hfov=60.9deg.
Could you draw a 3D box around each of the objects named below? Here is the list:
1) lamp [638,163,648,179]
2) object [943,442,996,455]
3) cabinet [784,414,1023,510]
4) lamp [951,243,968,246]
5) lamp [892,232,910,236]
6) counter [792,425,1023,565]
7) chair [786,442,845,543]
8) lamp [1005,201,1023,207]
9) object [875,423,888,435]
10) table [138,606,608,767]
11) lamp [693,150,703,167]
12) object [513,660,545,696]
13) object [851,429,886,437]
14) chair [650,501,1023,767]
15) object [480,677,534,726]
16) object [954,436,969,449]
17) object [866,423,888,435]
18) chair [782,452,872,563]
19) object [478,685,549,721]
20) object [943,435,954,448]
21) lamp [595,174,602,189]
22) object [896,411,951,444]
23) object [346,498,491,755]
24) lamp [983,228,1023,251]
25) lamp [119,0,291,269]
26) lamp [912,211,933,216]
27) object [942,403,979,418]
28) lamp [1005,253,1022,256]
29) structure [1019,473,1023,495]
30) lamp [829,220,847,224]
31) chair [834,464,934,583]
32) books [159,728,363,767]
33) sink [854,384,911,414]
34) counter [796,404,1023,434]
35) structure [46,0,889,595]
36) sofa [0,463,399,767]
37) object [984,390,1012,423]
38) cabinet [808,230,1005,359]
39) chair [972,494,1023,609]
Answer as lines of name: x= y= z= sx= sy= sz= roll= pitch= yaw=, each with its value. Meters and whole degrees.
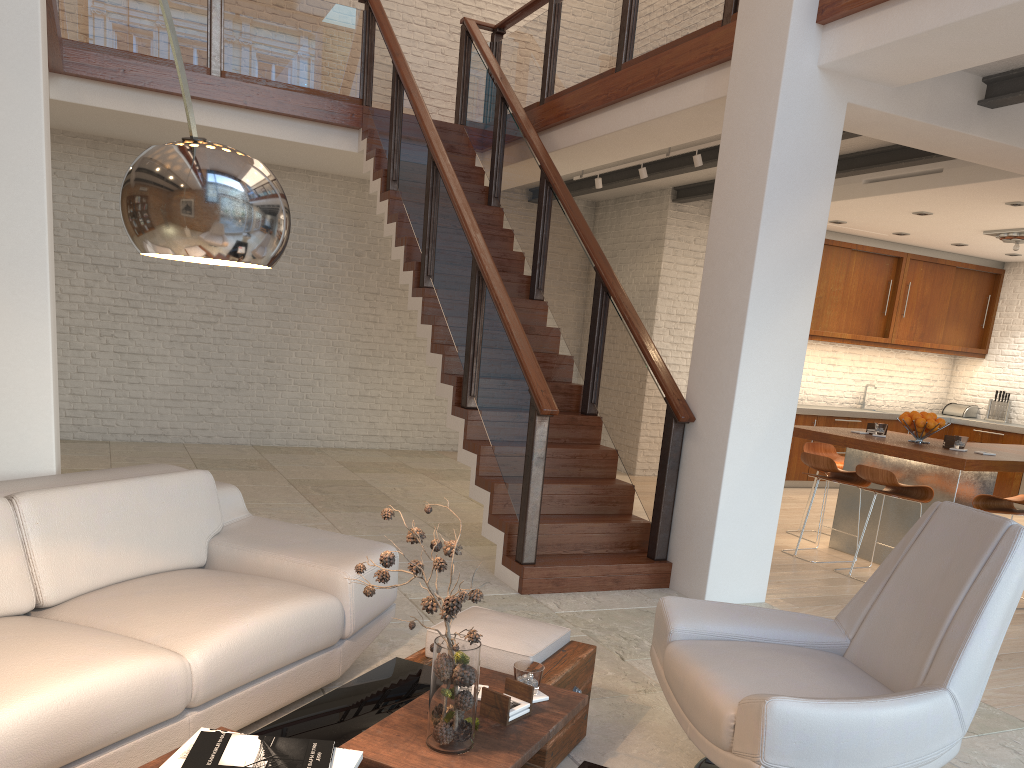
lamp: x=1.072 y=-1.731 z=7.119 sx=0.086 sy=0.133 sz=0.058 roll=1 pitch=12 yaw=-23
object: x=3.080 y=0.438 z=5.953 sx=0.198 sy=0.036 sz=0.384 roll=4 pitch=4 yaw=-21
cabinet: x=5.160 y=-0.053 z=9.512 sx=4.717 sy=2.920 sz=2.229 roll=8 pitch=10 yaw=28
lamp: x=4.908 y=-1.544 z=9.552 sx=0.124 sy=0.057 sz=0.120 roll=3 pitch=5 yaw=-25
lamp: x=4.100 y=-1.598 z=9.175 sx=0.124 sy=0.057 sz=0.120 roll=3 pitch=5 yaw=-25
counter: x=3.532 y=0.929 z=6.726 sx=2.500 sy=0.948 sz=1.637 roll=3 pitch=6 yaw=-25
chair: x=2.580 y=0.892 z=7.197 sx=0.405 sy=0.799 sz=0.408 roll=0 pitch=12 yaw=-25
lamp: x=4.104 y=-1.480 z=7.077 sx=0.124 sy=0.057 sz=0.120 roll=3 pitch=5 yaw=-25
object: x=2.757 y=0.338 z=6.528 sx=0.091 sy=0.087 sz=0.088 roll=1 pitch=9 yaw=-28
table: x=0.030 y=1.116 z=2.076 sx=1.947 sy=0.442 sz=2.172 roll=7 pitch=4 yaw=26
lamp: x=1.380 y=-1.666 z=6.467 sx=0.086 sy=0.133 sz=0.058 roll=1 pitch=12 yaw=-23
object: x=0.045 y=0.859 z=2.533 sx=0.090 sy=0.087 sz=0.089 roll=9 pitch=9 yaw=24
object: x=2.756 y=0.371 z=6.618 sx=0.205 sy=0.036 sz=0.279 roll=4 pitch=4 yaw=-25
chair: x=1.061 y=0.878 z=2.842 sx=0.974 sy=1.047 sz=0.994 roll=4 pitch=8 yaw=-9
object: x=-0.014 y=0.874 z=2.405 sx=0.092 sy=0.084 sz=0.113 roll=11 pitch=9 yaw=37
object: x=3.051 y=0.399 z=5.934 sx=0.091 sy=0.087 sz=0.088 roll=4 pitch=8 yaw=-10
object: x=2.792 y=0.347 z=6.672 sx=0.094 sy=0.084 sz=0.111 roll=2 pitch=8 yaw=-25
chair: x=2.323 y=0.908 z=6.480 sx=0.423 sy=0.799 sz=0.391 roll=0 pitch=12 yaw=-25
object: x=-0.040 y=0.889 z=2.521 sx=0.266 sy=0.036 sz=0.246 roll=8 pitch=4 yaw=37
object: x=3.066 y=0.406 z=6.078 sx=0.093 sy=0.084 sz=0.112 roll=8 pitch=7 yaw=20
lamp: x=0.771 y=-1.794 z=7.751 sx=0.058 sy=0.133 sz=0.085 roll=13 pitch=13 yaw=34
object: x=2.964 y=0.312 z=6.305 sx=0.361 sy=0.228 sz=0.358 roll=9 pitch=7 yaw=30
object: x=-0.224 y=0.596 z=2.231 sx=0.532 sy=0.626 sz=0.312 roll=11 pitch=13 yaw=34
lamp: x=4.915 y=-1.382 z=8.477 sx=0.451 sy=0.175 sz=0.437 roll=3 pitch=5 yaw=-25
lamp: x=-0.817 y=0.116 z=1.009 sx=0.319 sy=2.420 sz=1.977 roll=8 pitch=9 yaw=12
lamp: x=3.720 y=-1.561 z=7.891 sx=0.124 sy=0.057 sz=0.120 roll=3 pitch=5 yaw=-25
object: x=5.705 y=0.333 z=11.104 sx=0.250 sy=0.164 sz=0.335 roll=2 pitch=6 yaw=-25
lamp: x=5.715 y=-1.490 z=9.928 sx=0.124 sy=0.057 sz=0.120 roll=3 pitch=5 yaw=-25
structure: x=6.119 y=1.087 z=9.676 sx=0.501 sy=0.594 sz=0.649 roll=1 pitch=9 yaw=-25
lamp: x=3.292 y=-1.651 z=8.798 sx=0.124 sy=0.057 sz=0.120 roll=3 pitch=5 yaw=-25
chair: x=2.546 y=0.955 z=6.008 sx=0.423 sy=0.799 sz=0.391 roll=0 pitch=12 yaw=-25
books: x=-0.553 y=0.855 z=1.918 sx=0.400 sy=0.077 sz=0.244 roll=6 pitch=4 yaw=7
sink: x=4.648 y=0.249 z=10.631 sx=0.859 sy=0.442 sz=0.501 roll=3 pitch=8 yaw=-25
counter: x=4.896 y=0.480 z=9.239 sx=3.338 sy=0.072 sz=3.423 roll=4 pitch=4 yaw=-25
structure: x=1.515 y=-0.850 z=5.464 sx=13.877 sy=4.267 sz=9.867 roll=3 pitch=5 yaw=-25
sofa: x=-1.461 y=0.767 z=2.846 sx=1.131 sy=0.777 sz=2.293 roll=8 pitch=5 yaw=25
object: x=5.961 y=0.272 z=10.665 sx=0.066 sy=0.386 sz=0.311 roll=-1 pitch=11 yaw=-25
cabinet: x=4.382 y=-1.021 z=10.261 sx=3.347 sy=1.204 sz=0.445 roll=3 pitch=11 yaw=-25
chair: x=3.284 y=1.041 z=5.704 sx=0.405 sy=0.799 sz=0.408 roll=0 pitch=12 yaw=-25
